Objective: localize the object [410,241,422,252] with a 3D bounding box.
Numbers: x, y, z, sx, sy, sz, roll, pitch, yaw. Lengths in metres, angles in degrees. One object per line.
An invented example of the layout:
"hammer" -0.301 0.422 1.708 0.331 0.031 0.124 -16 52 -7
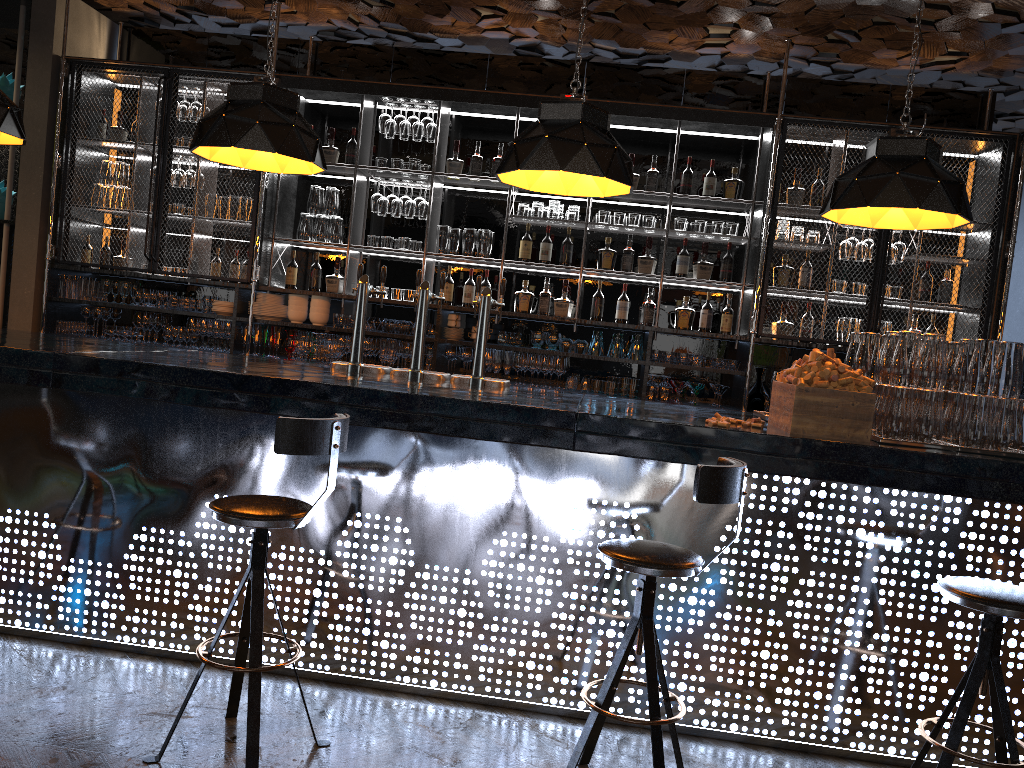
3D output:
"object" -0.716 -1.015 6.603 0.089 0.092 0.089 6 3 -10

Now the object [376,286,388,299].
"object" -0.952 -0.665 6.486 0.089 0.092 0.089 4 4 -31

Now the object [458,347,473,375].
"object" -0.338 -0.149 6.346 0.108 0.227 0.108 5 3 -24

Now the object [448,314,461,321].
"object" -0.419 -0.469 6.387 0.094 0.069 0.106 7 3 11

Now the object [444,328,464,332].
"object" -0.420 -0.382 6.393 0.149 0.025 0.149 4 4 -32

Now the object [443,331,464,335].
"object" -0.422 -0.362 6.394 0.149 0.024 0.149 6 3 5

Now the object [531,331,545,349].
"object" 0.175 -0.310 6.277 0.100 0.125 0.100 9 4 44

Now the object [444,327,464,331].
"object" -0.420 -0.393 6.392 0.149 0.026 0.148 7 3 12

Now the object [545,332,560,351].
"object" 0.285 -0.299 6.269 0.108 0.126 0.108 9 4 40

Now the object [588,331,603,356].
"object" 0.592 -0.284 6.184 0.115 0.172 0.101 8 4 35

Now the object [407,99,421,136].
"object" -0.707 -1.917 6.390 0.092 0.244 0.092 4 4 -34

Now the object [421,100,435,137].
"object" -0.605 -1.906 6.380 0.092 0.244 0.092 4 4 -34

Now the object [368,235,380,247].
"object" -1.025 -1.045 6.556 0.089 0.092 0.089 5 3 -16

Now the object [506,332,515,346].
"object" -0.008 -0.318 6.299 0.067 0.099 0.058 9 4 41

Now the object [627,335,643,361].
"object" 0.865 -0.253 6.157 0.101 0.172 0.115 8 4 35

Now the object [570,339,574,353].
"object" 0.390 -0.276 6.336 0.098 0.097 0.098 9 4 43

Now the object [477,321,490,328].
"object" -0.207 -0.417 6.347 0.094 0.068 0.106 6 3 5

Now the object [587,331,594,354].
"object" 0.600 -0.290 6.305 0.115 0.172 0.101 7 3 15

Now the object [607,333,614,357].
"object" 0.741 -0.274 6.289 0.101 0.172 0.115 8 4 35

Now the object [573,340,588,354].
"object" 0.479 -0.260 6.220 0.098 0.097 0.098 9 4 39

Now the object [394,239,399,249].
"object" -0.835 -1.028 6.606 0.089 0.092 0.089 8 4 37

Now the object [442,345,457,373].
"object" -0.452 -0.161 6.356 0.108 0.227 0.108 6 3 -3

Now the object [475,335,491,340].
"object" -0.211 -0.327 6.359 0.106 0.067 0.094 6 3 -6

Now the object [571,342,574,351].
"object" 0.403 -0.285 6.516 0.098 0.097 0.098 6 3 -3

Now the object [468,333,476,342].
"object" -0.257 -0.338 6.456 0.106 0.067 0.094 4 4 -32

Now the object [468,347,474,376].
"object" -0.311 -0.159 6.585 0.108 0.227 0.108 9 4 41

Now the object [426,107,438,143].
"object" -0.588 -1.913 6.544 0.092 0.244 0.092 4 4 -34

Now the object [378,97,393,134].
"object" -0.914 -1.940 6.410 0.092 0.244 0.092 4 4 -34

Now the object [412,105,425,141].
"object" -0.691 -1.924 6.554 0.092 0.244 0.092 4 4 -34

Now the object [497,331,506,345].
"object" -0.072 -0.323 6.266 0.067 0.099 0.058 4 4 -39

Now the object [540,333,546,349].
"object" 0.198 -0.321 6.517 0.100 0.125 0.100 7 3 19

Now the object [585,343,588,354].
"object" 0.503 -0.269 6.428 0.098 0.097 0.098 6 3 -8

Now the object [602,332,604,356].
"object" 0.619 -0.294 6.426 0.115 0.172 0.101 6 3 -10

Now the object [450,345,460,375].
"object" -0.436 -0.166 6.474 0.108 0.227 0.108 5 3 -15

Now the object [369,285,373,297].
"object" -1.069 -0.679 6.511 0.089 0.092 0.089 5 3 -23

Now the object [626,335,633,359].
"object" 0.888 -0.264 6.400 0.115 0.172 0.101 7 3 15

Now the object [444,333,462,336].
"object" -0.423 -0.350 6.395 0.149 0.023 0.149 6 3 -10

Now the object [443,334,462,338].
"object" -0.424 -0.339 6.396 0.149 0.023 0.149 5 3 -26

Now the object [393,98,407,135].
"object" -0.805 -1.928 6.400 0.092 0.244 0.092 4 4 -34

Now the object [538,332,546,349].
"object" 0.188 -0.316 6.399 0.100 0.125 0.100 4 4 -37

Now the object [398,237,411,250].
"object" -0.781 -1.012 6.427 0.089 0.092 0.089 6 3 -10

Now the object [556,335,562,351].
"object" 0.309 -0.309 6.506 0.108 0.126 0.108 5 3 -23

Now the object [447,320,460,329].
"object" -0.413 -0.424 6.389 0.107 0.070 0.094 8 4 36

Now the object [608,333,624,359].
"object" 0.733 -0.268 6.161 0.115 0.172 0.101 6 3 -10

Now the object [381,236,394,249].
"object" -0.916 -1.031 6.502 0.089 0.092 0.089 5 3 -16

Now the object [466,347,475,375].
"object" -0.323 -0.153 6.463 0.108 0.227 0.108 4 4 -30

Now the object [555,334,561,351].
"object" 0.299 -0.303 6.384 0.108 0.126 0.108 6 3 0

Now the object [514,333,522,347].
"object" 0.041 -0.318 6.399 0.058 0.099 0.067 7 3 18

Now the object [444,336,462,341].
"object" -0.426 -0.328 6.396 0.149 0.022 0.149 5 3 -26

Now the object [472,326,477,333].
"object" -0.245 -0.382 6.451 0.094 0.069 0.105 5 3 -17

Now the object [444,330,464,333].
"object" -0.420 -0.371 6.393 0.149 0.026 0.148 7 3 12

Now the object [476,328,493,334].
"object" -0.208 -0.373 6.360 0.106 0.069 0.094 3 4 -43

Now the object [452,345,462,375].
"object" -0.422 -0.171 6.596 0.108 0.227 0.108 8 4 37

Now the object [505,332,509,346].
"object" -0.036 -0.328 6.428 0.058 0.099 0.067 7 3 8

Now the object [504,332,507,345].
"object" -0.067 -0.326 6.334 0.067 0.099 0.058 5 3 -25

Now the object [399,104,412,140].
"object" -0.789 -1.935 6.563 0.092 0.244 0.092 4 4 -34

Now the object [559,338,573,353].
"object" 0.377 -0.272 6.235 0.098 0.097 0.098 5 3 -15
